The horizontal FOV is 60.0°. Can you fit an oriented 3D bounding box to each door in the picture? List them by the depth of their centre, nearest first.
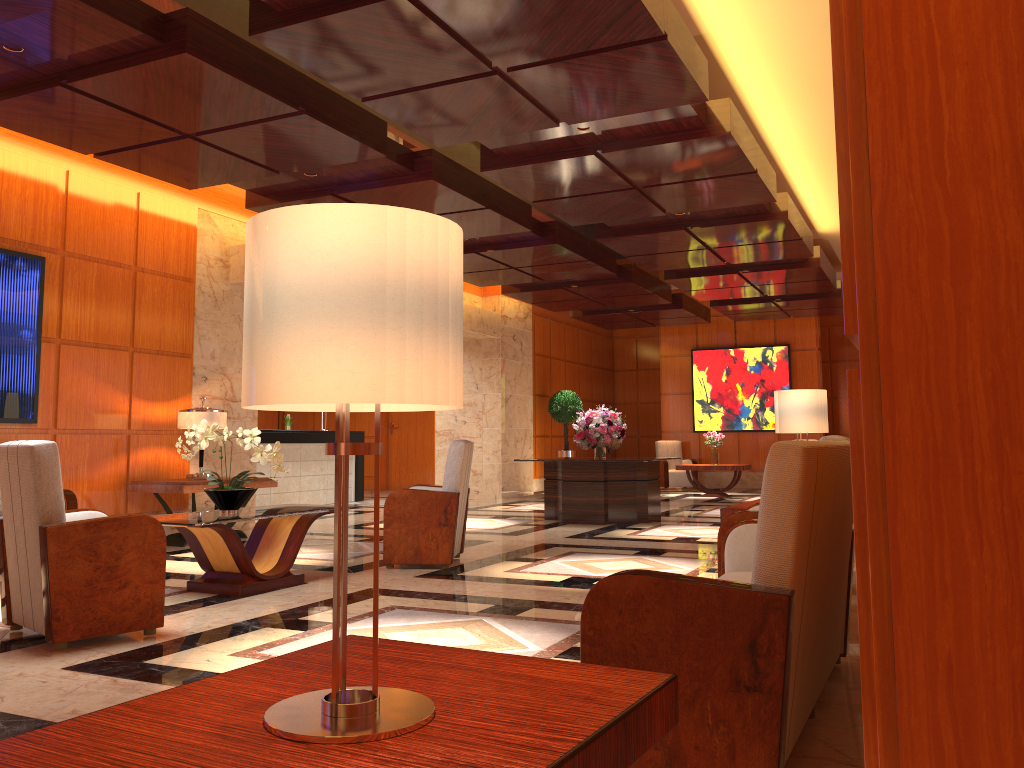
[{"bbox_3d":[0.329,-0.359,0.488,0.340,2.662,1.495,-3,-6,25],"label":"door"},{"bbox_3d":[-2.010,0.780,17.677,1.285,2.708,0.339,-3,-7,25],"label":"door"}]

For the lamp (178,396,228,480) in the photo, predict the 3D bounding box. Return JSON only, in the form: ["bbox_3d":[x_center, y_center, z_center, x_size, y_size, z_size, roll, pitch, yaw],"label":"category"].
[{"bbox_3d":[-3.006,0.520,8.594,0.458,0.813,0.457,-4,-7,34],"label":"lamp"}]

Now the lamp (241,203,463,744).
[{"bbox_3d":[-1.889,0.543,7.435,0.335,0.737,12.954,1,-4,-15],"label":"lamp"}]

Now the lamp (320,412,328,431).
[{"bbox_3d":[-3.061,0.356,14.405,0.372,0.823,0.371,4,-7,-39],"label":"lamp"}]

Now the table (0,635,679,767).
[{"bbox_3d":[-0.304,0.754,1.180,0.724,0.536,1.164,-3,-5,28],"label":"table"}]

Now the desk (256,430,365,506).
[{"bbox_3d":[-3.497,1.287,13.547,0.940,1.145,2.918,-3,-5,25],"label":"desk"}]

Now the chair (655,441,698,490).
[{"bbox_3d":[3.264,1.621,17.844,0.737,0.965,0.626,1,-6,-16],"label":"chair"}]

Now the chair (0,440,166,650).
[{"bbox_3d":[-2.196,0.764,4.467,0.736,0.965,0.627,-5,-7,44],"label":"chair"}]

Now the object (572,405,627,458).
[{"bbox_3d":[1.079,0.581,10.909,0.649,0.661,0.678,-2,-5,17],"label":"object"}]

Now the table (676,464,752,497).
[{"bbox_3d":[3.527,1.681,15.459,1.166,0.536,0.723,-2,-5,25],"label":"table"}]

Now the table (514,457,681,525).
[{"bbox_3d":[1.090,1.284,10.852,1.599,0.748,1.596,-2,-5,25],"label":"table"}]

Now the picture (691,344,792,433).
[{"bbox_3d":[4.659,0.107,18.045,1.995,1.744,0.056,-3,-6,25],"label":"picture"}]

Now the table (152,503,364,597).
[{"bbox_3d":[-1.755,1.101,5.878,0.721,0.498,1.556,-3,-5,28],"label":"table"}]

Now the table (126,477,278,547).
[{"bbox_3d":[-3.005,1.237,8.670,0.725,0.609,1.266,-3,-5,26],"label":"table"}]

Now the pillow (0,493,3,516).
[{"bbox_3d":[-3.997,0.925,6.863,0.202,0.230,0.272,-3,-5,28],"label":"pillow"}]

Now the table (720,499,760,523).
[{"bbox_3d":[1.857,1.040,5.677,0.724,0.536,1.164,-3,-5,28],"label":"table"}]

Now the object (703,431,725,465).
[{"bbox_3d":[3.550,1.117,15.540,0.326,0.598,0.350,5,-8,-44],"label":"object"}]

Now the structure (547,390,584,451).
[{"bbox_3d":[1.040,0.954,17.132,0.721,1.719,0.719,-1,-6,3],"label":"structure"}]

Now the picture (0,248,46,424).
[{"bbox_3d":[-4.532,-0.441,6.795,0.056,1.458,1.991,-3,-5,25],"label":"picture"}]

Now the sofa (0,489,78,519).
[{"bbox_3d":[-4.150,0.923,6.462,0.612,0.936,1.794,-3,-5,26],"label":"sofa"}]

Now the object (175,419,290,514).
[{"bbox_3d":[-1.860,0.540,5.855,0.788,0.620,0.416,-1,-5,3],"label":"object"}]

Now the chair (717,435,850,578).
[{"bbox_3d":[1.437,0.749,4.592,0.628,0.965,0.735,-3,-6,24],"label":"chair"}]

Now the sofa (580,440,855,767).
[{"bbox_3d":[0.842,0.666,3.092,0.612,0.936,1.794,-3,-5,26],"label":"sofa"}]

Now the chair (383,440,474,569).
[{"bbox_3d":[-0.641,0.924,7.016,0.628,0.965,0.735,-1,-5,4],"label":"chair"}]
